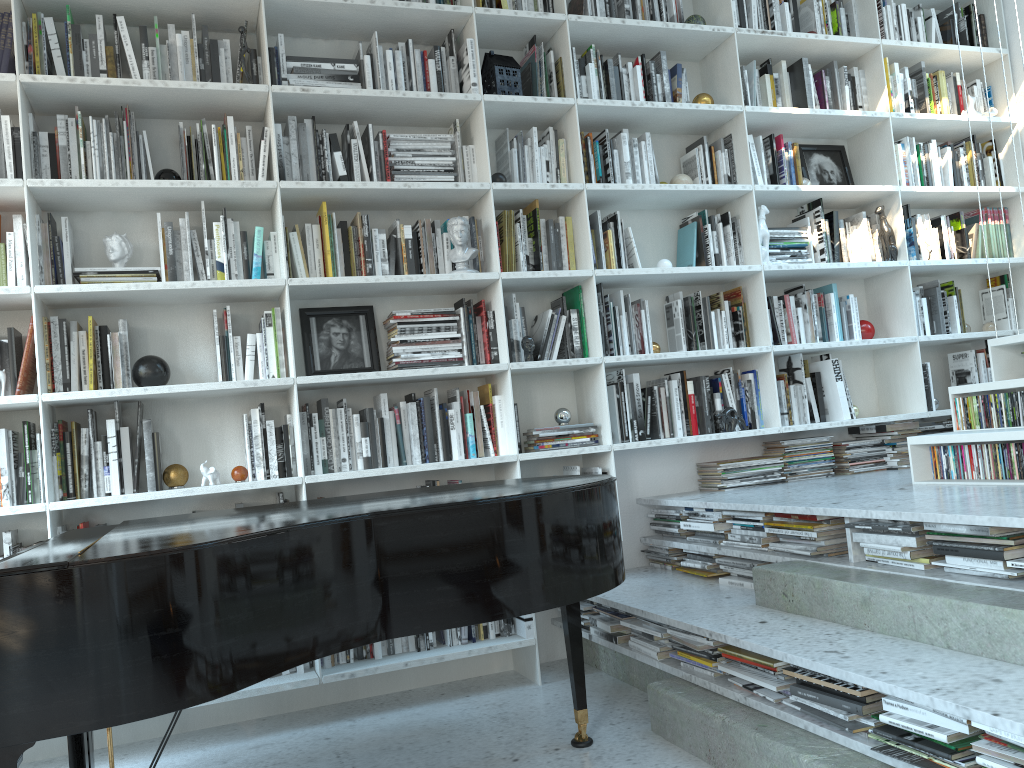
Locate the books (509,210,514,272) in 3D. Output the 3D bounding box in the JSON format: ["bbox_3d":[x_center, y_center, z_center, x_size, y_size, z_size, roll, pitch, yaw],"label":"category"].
[{"bbox_3d":[-0.023,-0.583,3.802,0.035,0.293,0.145,-5,-4,-20],"label":"books"}]

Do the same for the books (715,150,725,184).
[{"bbox_3d":[0.945,-0.977,4.194,0.013,0.202,0.173,-5,-4,-20],"label":"books"}]

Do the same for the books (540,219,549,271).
[{"bbox_3d":[0.111,-0.572,3.861,0.033,0.253,0.175,-5,-4,-20],"label":"books"}]

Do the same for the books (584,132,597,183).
[{"bbox_3d":[0.341,-0.972,4.001,0.014,0.283,0.135,-5,-4,-20],"label":"books"}]

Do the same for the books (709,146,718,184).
[{"bbox_3d":[0.916,-0.988,4.192,0.016,0.228,0.160,-5,-4,-20],"label":"books"}]

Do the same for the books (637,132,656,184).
[{"bbox_3d":[0.594,-0.987,4.055,0.024,0.272,0.169,-5,-4,-20],"label":"books"}]

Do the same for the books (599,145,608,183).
[{"bbox_3d":[0.381,-0.942,3.993,0.026,0.215,0.161,-5,-4,-20],"label":"books"}]

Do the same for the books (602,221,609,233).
[{"bbox_3d":[0.403,-0.589,3.965,0.008,0.242,0.169,-5,-4,-20],"label":"books"}]

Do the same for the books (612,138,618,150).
[{"bbox_3d":[0.453,-0.968,4.023,0.011,0.256,0.131,-5,-4,-20],"label":"books"}]

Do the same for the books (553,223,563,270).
[{"bbox_3d":[0.180,-0.570,3.888,0.028,0.239,0.145,-5,-4,-20],"label":"books"}]

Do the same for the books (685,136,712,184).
[{"bbox_3d":[0.878,-1.006,4.166,0.015,0.267,0.164,-5,-4,-20],"label":"books"}]

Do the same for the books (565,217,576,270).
[{"bbox_3d":[0.234,-0.588,3.917,0.033,0.268,0.142,-5,-4,-20],"label":"books"}]

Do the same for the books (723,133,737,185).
[{"bbox_3d":[1.004,-1.021,4.204,0.005,0.277,0.182,-5,-4,-20],"label":"books"}]

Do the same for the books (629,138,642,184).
[{"bbox_3d":[0.528,-0.968,4.035,0.025,0.244,0.183,-5,-4,-20],"label":"books"}]

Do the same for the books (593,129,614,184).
[{"bbox_3d":[0.403,-0.977,3.983,0.014,0.280,0.177,-5,-4,-20],"label":"books"}]

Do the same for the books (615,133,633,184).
[{"bbox_3d":[0.480,-0.975,4.007,0.030,0.263,0.182,-5,-4,-20],"label":"books"}]

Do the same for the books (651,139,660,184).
[{"bbox_3d":[0.624,-0.978,4.089,0.034,0.254,0.161,-5,-4,-20],"label":"books"}]

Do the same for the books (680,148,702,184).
[{"bbox_3d":[0.845,-0.978,4.170,0.015,0.220,0.140,-5,-4,-20],"label":"books"}]

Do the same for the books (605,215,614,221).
[{"bbox_3d":[0.448,-0.608,3.984,0.006,0.273,0.167,-5,-4,-20],"label":"books"}]

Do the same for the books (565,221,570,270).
[{"bbox_3d":[0.216,-0.576,3.912,0.019,0.247,0.149,-5,-4,-20],"label":"books"}]

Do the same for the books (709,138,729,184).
[{"bbox_3d":[0.959,-1.007,4.191,0.016,0.256,0.176,-5,-4,-20],"label":"books"}]

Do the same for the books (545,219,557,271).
[{"bbox_3d":[0.142,-0.570,3.845,0.027,0.242,0.189,-5,-4,-20],"label":"books"}]

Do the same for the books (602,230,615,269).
[{"bbox_3d":[0.402,-0.565,3.935,0.017,0.192,0.191,-5,-4,-20],"label":"books"}]

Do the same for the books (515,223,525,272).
[{"bbox_3d":[0.009,-0.554,3.817,0.015,0.231,0.180,-5,-4,-20],"label":"books"}]

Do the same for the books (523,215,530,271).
[{"bbox_3d":[0.034,-0.578,3.850,0.035,0.278,0.139,-5,-4,-20],"label":"books"}]

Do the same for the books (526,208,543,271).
[{"bbox_3d":[0.088,-0.592,3.831,0.019,0.293,0.182,-5,-4,-20],"label":"books"}]

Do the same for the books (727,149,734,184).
[{"bbox_3d":[0.997,-0.984,4.206,0.012,0.206,0.169,-5,-4,-20],"label":"books"}]

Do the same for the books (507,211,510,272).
[{"bbox_3d":[-0.040,-0.580,3.812,0.035,0.293,0.145,-5,-4,-20],"label":"books"}]

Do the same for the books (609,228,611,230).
[{"bbox_3d":[0.414,-0.573,3.968,0.014,0.209,0.156,-5,-4,-20],"label":"books"}]

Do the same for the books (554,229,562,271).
[{"bbox_3d":[0.164,-0.553,3.860,0.034,0.204,0.181,-5,-4,-20],"label":"books"}]

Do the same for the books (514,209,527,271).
[{"bbox_3d":[0.023,-0.587,3.822,0.019,0.294,0.164,-5,-4,-20],"label":"books"}]

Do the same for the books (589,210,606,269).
[{"bbox_3d":[0.357,-0.605,3.925,0.013,0.279,0.192,-5,-4,-20],"label":"books"}]

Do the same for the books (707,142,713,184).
[{"bbox_3d":[0.890,-0.994,4.181,0.016,0.243,0.151,-5,-4,-20],"label":"books"}]

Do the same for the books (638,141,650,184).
[{"bbox_3d":[0.571,-0.965,4.057,0.021,0.232,0.183,-5,-4,-20],"label":"books"}]

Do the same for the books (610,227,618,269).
[{"bbox_3d":[0.427,-0.576,3.964,0.007,0.211,0.158,-5,-4,-20],"label":"books"}]

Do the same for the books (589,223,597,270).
[{"bbox_3d":[0.310,-0.605,3.924,0.035,0.287,0.191,-5,-4,-20],"label":"books"}]

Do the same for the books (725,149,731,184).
[{"bbox_3d":[0.975,-0.982,4.193,0.013,0.204,0.174,-5,-4,-20],"label":"books"}]

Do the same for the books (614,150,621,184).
[{"bbox_3d":[0.441,-0.936,4.009,0.025,0.194,0.171,-5,-4,-20],"label":"books"}]

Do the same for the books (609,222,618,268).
[{"bbox_3d":[0.432,-0.591,3.981,0.017,0.242,0.132,-5,-4,-20],"label":"books"}]

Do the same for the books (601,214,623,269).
[{"bbox_3d":[0.445,-0.606,3.977,0.006,0.270,0.178,-5,-4,-20],"label":"books"}]

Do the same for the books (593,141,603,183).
[{"bbox_3d":[0.362,-0.951,3.985,0.013,0.236,0.157,-5,-4,-20],"label":"books"}]

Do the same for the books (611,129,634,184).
[{"bbox_3d":[0.497,-0.990,4.042,0.027,0.295,0.159,-5,-4,-20],"label":"books"}]

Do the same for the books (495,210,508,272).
[{"bbox_3d":[-0.048,-0.580,3.797,0.035,0.293,0.145,-5,-4,-20],"label":"books"}]

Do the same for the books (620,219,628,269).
[{"bbox_3d":[0.476,-0.599,4.002,0.007,0.254,0.161,-5,-4,-20],"label":"books"}]

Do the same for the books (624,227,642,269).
[{"bbox_3d":[0.515,-0.581,3.985,0.051,0.210,0.177,-5,-4,-20],"label":"books"}]

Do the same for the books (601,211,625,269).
[{"bbox_3d":[0.456,-0.615,3.988,0.013,0.287,0.159,-5,-4,-20],"label":"books"}]

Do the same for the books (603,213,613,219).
[{"bbox_3d":[0.453,-0.618,4.031,0.011,0.300,0.089,-5,-3,-20],"label":"books"}]

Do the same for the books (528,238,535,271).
[{"bbox_3d":[0.061,-0.531,3.858,0.030,0.181,0.131,-5,-4,-20],"label":"books"}]

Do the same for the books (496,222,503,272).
[{"bbox_3d":[-0.083,-0.553,3.811,0.013,0.246,0.177,-5,-4,-20],"label":"books"}]

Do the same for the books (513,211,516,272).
[{"bbox_3d":[-0.016,-0.582,3.821,0.035,0.293,0.145,-5,-4,-20],"label":"books"}]

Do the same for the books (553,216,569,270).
[{"bbox_3d":[0.202,-0.586,3.892,0.032,0.266,0.143,-5,-4,-20],"label":"books"}]

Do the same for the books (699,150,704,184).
[{"bbox_3d":[0.856,-0.972,4.170,0.005,0.205,0.154,-5,-4,-20],"label":"books"}]

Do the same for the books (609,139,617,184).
[{"bbox_3d":[0.420,-0.957,3.994,0.022,0.237,0.164,-5,-4,-20],"label":"books"}]

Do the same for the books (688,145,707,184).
[{"bbox_3d":[0.864,-0.986,4.172,0.012,0.232,0.154,-5,-4,-20],"label":"books"}]

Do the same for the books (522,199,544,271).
[{"bbox_3d":[0.091,-0.613,3.854,0.021,0.337,0.169,-5,-4,-20],"label":"books"}]

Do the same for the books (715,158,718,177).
[{"bbox_3d":[0.929,-0.977,4.201,0.012,0.206,0.137,-5,-4,-20],"label":"books"}]

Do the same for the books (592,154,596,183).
[{"bbox_3d":[0.335,-0.920,3.976,0.021,0.179,0.136,-5,-4,-20],"label":"books"}]

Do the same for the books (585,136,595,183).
[{"bbox_3d":[0.319,-0.954,3.961,0.014,0.247,0.176,-5,-4,-20],"label":"books"}]
